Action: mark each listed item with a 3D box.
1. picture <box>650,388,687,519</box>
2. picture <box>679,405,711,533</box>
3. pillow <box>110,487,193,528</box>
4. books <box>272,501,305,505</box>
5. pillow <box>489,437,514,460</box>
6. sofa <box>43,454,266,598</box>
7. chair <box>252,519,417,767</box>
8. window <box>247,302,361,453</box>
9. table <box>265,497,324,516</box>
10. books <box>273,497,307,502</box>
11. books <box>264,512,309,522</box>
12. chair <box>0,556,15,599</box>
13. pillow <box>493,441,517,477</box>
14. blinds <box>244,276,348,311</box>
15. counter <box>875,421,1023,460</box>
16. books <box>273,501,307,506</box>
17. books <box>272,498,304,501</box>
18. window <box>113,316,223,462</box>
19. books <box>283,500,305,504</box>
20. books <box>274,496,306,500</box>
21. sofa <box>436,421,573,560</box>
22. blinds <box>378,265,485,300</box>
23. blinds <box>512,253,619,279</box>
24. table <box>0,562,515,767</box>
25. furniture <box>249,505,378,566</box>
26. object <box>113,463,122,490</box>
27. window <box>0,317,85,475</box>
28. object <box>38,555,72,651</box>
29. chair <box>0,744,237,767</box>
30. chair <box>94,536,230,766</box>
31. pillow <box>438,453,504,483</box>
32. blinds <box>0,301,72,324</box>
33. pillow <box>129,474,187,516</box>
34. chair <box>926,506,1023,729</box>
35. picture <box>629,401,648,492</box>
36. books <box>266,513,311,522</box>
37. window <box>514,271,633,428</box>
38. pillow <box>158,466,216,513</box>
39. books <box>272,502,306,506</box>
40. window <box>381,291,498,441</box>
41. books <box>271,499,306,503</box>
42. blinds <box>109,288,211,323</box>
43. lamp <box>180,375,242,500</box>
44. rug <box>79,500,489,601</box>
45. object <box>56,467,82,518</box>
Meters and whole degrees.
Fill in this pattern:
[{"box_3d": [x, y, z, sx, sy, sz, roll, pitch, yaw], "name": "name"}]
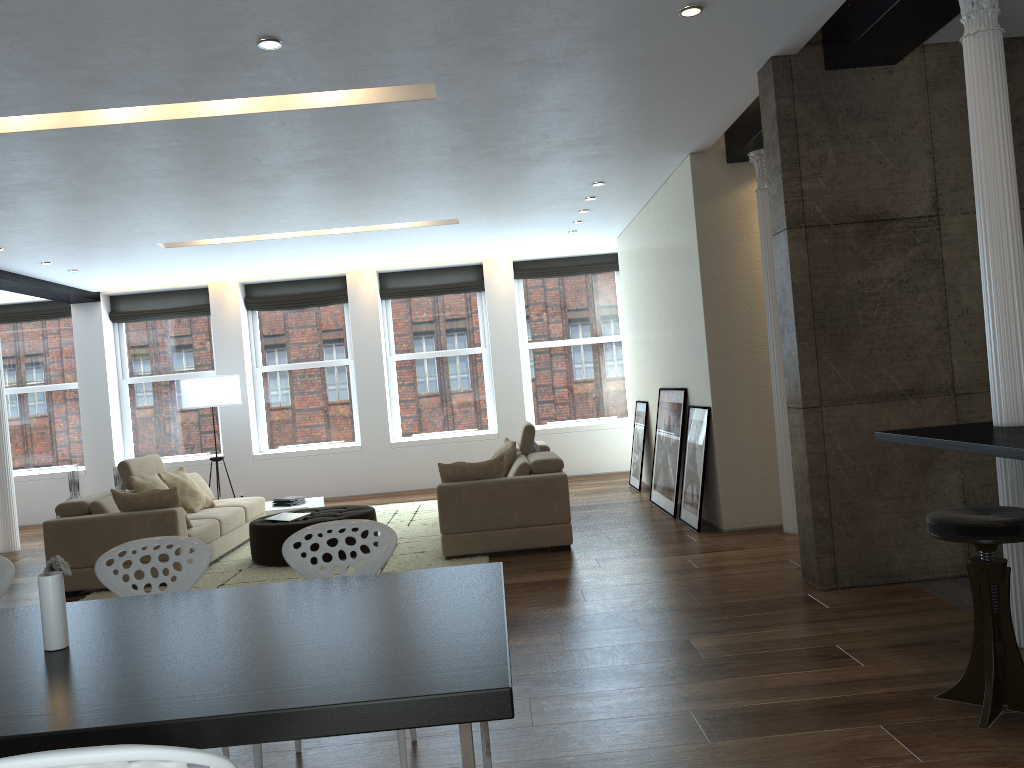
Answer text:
[{"box_3d": [1.471, 0.615, 8.402, 0.225, 1.140, 1.183, -5, 0, -1], "name": "picture"}, {"box_3d": [1.516, 0.683, 7.382, 0.195, 0.988, 0.700, -5, 0, -1], "name": "picture"}, {"box_3d": [-2.800, 0.977, 6.923, 0.518, 0.393, 0.395, -5, 0, 2], "name": "pillow"}, {"box_3d": [-2.493, 1.326, 9.901, 0.300, 0.010, 0.220, -5, 0, 34], "name": "books"}, {"box_3d": [-0.125, 0.732, 8.378, 0.368, 0.416, 0.519, -5, 0, -6], "name": "pillow"}, {"box_3d": [-3.040, 1.108, 7.931, 1.021, 0.950, 2.581, -5, 0, -1], "name": "sofa"}, {"box_3d": [-0.615, 0.938, 3.135, 0.495, 0.835, 0.581, -5, 0, -1], "name": "chair"}, {"box_3d": [-2.852, -0.230, 12.230, 1.442, 2.400, 0.123, -5, 0, -1], "name": "window"}, {"box_3d": [-2.649, 1.449, 9.988, 0.900, 0.170, 0.900, -5, 0, -1], "name": "table"}, {"box_3d": [-2.482, 1.296, 9.922, 0.300, 0.010, 0.220, -5, 0, 14], "name": "books"}, {"box_3d": [-1.856, 1.095, 7.296, 0.301, 0.040, 0.220, -5, 0, 33], "name": "books"}, {"box_3d": [-2.048, 1.065, 3.111, 0.495, 0.835, 0.581, -5, 0, -1], "name": "chair"}, {"box_3d": [-0.097, 0.718, 7.754, 0.301, 0.439, 0.534, -5, 0, -5], "name": "pillow"}, {"box_3d": [-2.937, -1.235, 12.170, 1.439, 0.424, 0.156, -5, 0, -1], "name": "blinds"}, {"box_3d": [2.205, 0.186, 2.218, 1.000, 0.040, 3.700, -5, 0, -1], "name": "counter"}, {"box_3d": [-2.479, 1.334, 9.922, 0.300, 0.010, 0.220, -5, 0, 19], "name": "books"}, {"box_3d": [-2.497, 1.287, 9.901, 0.300, 0.010, 0.220, -5, 0, 34], "name": "books"}, {"box_3d": [-4.680, -0.069, 12.183, 1.432, 2.400, 0.123, -5, 0, -1], "name": "window"}, {"box_3d": [-2.480, 1.315, 9.922, 0.220, 0.010, 0.300, -5, 0, -41], "name": "books"}, {"box_3d": [-2.484, 1.276, 9.922, 0.300, 0.010, 0.220, -5, 0, 39], "name": "books"}, {"box_3d": [-0.106, 0.849, 8.007, 1.021, 0.950, 2.581, -5, 0, -1], "name": "sofa"}, {"box_3d": [-1.104, -1.403, 12.217, 1.442, 0.393, 0.156, -5, 0, -1], "name": "blinds"}, {"box_3d": [0.787, -1.624, 12.266, 1.563, 0.275, 0.156, -5, 0, -1], "name": "blinds"}, {"box_3d": [-1.676, 1.082, 2.207, 3.400, 0.733, 1.200, -5, 0, -1], "name": "table"}, {"box_3d": [-1.673, 1.266, 7.514, 1.057, 0.355, 1.057, -5, 0, 0], "name": "furniture"}, {"box_3d": [-4.970, 1.370, 11.251, 0.458, 0.781, 0.458, -5, 0, -2], "name": "object"}, {"box_3d": [-6.484, 0.090, 12.136, 1.391, 2.400, 0.123, -5, 0, -1], "name": "window"}, {"box_3d": [-1.170, 0.553, 2.287, 0.076, 0.233, 0.161, -5, 0, -20], "name": "object"}, {"box_3d": [-0.601, 0.934, 1.530, 0.495, 0.835, 0.581, -5, 0, -1], "name": "chair"}, {"box_3d": [-1.314, 1.000, 3.121, 0.495, 0.835, 0.581, -5, 0, -1], "name": "chair"}, {"box_3d": [-0.313, 0.757, 6.987, 0.518, 0.393, 0.395, -5, 0, -5], "name": "pillow"}, {"box_3d": [-6.578, -0.980, 12.076, 1.396, 0.275, 0.156, -5, 0, -1], "name": "blinds"}, {"box_3d": [-3.059, 0.979, 7.677, 0.301, 0.439, 0.534, -5, 0, 2], "name": "pillow"}, {"box_3d": [-1.569, 1.221, 3.842, 21.556, 0.952, 16.134, -5, 0, -1], "name": "chair"}, {"box_3d": [1.447, 0.695, 10.157, 0.195, 0.988, 0.700, -5, 0, -1], "name": "picture"}, {"box_3d": [-1.842, 1.102, 7.318, 0.300, 0.031, 0.219, -5, 0, 14], "name": "books"}, {"box_3d": [0.877, -0.559, 12.327, 1.563, 2.400, 0.123, -5, 0, -1], "name": "window"}, {"box_3d": [-3.061, 0.991, 8.302, 0.368, 0.416, 0.519, -5, 0, 3], "name": "pillow"}, {"box_3d": [-2.492, 1.345, 9.901, 0.300, 0.010, 0.220, -5, 0, 34], "name": "books"}, {"box_3d": [-1.017, -0.392, 12.278, 1.443, 2.400, 0.123, -5, 0, -1], "name": "window"}, {"box_3d": [-2.495, 1.306, 9.901, 0.300, 0.010, 0.220, -5, 0, 24], "name": "books"}, {"box_3d": [-4.768, -1.079, 12.107, 1.431, 0.395, 0.183, -5, 0, -1], "name": "blinds"}, {"box_3d": [-3.661, 0.776, 10.966, 0.698, 1.728, 0.698, -5, 0, 22], "name": "lamp"}, {"box_3d": [-1.702, 1.457, 8.394, 2.972, 0.020, 4.231, -5, 0, -1], "name": "rug"}, {"box_3d": [-5.429, 1.410, 11.022, 0.458, 0.781, 0.458, -5, 0, -2], "name": "object"}]
